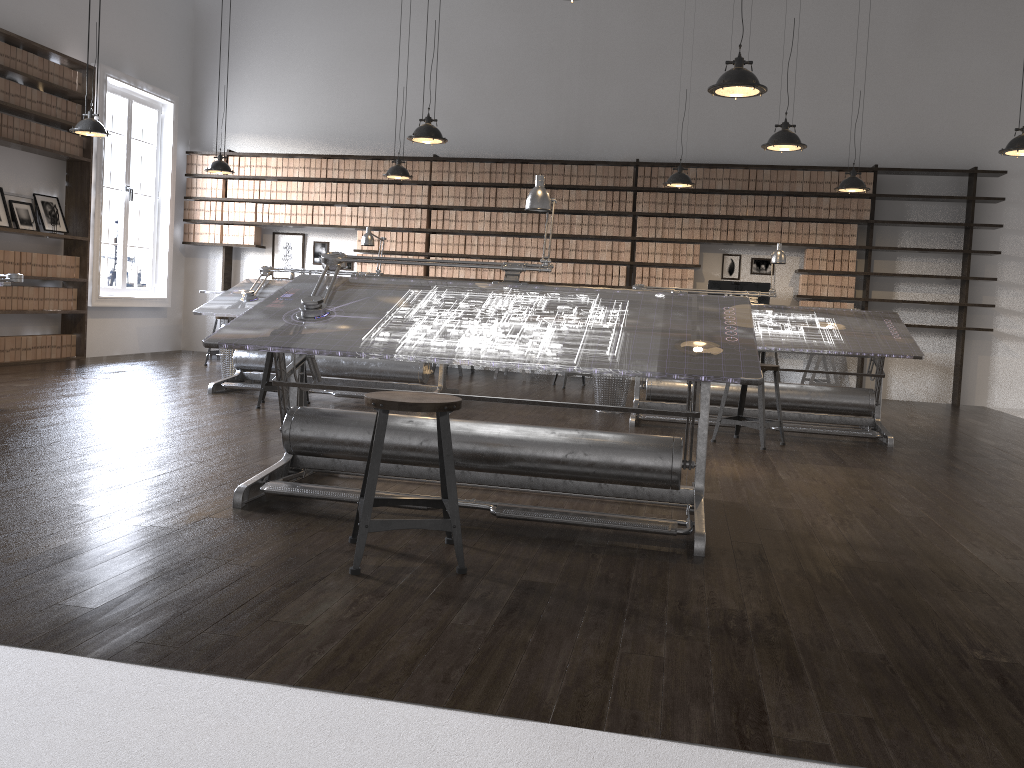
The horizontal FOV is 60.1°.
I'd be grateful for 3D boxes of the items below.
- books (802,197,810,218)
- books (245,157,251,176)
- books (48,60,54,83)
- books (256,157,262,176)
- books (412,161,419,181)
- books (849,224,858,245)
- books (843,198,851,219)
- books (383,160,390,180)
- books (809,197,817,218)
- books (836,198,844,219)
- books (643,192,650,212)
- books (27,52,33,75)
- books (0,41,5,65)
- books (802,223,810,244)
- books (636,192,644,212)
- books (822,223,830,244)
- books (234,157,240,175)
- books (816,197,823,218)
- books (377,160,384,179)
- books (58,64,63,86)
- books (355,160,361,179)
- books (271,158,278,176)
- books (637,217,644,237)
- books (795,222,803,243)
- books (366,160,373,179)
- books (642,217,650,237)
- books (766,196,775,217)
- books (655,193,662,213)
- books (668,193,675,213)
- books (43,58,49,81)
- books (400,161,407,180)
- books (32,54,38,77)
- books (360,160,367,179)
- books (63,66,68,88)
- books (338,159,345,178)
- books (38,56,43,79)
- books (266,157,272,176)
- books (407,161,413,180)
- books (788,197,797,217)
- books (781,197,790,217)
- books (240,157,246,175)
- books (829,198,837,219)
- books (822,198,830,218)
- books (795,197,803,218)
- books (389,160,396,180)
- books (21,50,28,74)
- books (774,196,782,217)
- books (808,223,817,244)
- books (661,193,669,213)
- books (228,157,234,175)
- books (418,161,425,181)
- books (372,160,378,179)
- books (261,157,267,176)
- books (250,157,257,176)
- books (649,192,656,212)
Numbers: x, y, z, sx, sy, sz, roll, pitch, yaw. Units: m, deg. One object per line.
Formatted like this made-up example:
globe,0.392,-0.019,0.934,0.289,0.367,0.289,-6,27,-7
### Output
books,3.145,-1.879,9.492,0.067,0.225,0.175,4,4,11
books,-3.146,-2.610,10.678,0.067,0.225,0.175,4,4,11
books,-4.535,-3.012,8.573,0.174,0.225,0.067,4,3,11
books,-3.006,-2.600,10.656,0.067,0.225,0.175,4,4,11
books,-1.097,-2.462,10.293,0.067,0.225,0.175,4,4,11
books,3.612,-1.576,9.407,0.067,0.225,0.175,4,4,11
books,3.547,-1.850,9.416,0.067,0.225,0.175,4,4,11
books,-1.443,-2.487,10.355,0.067,0.225,0.175,4,4,11
books,3.210,-1.874,9.473,0.067,0.225,0.175,4,4,11
books,3.478,-1.855,9.427,0.067,0.225,0.175,4,4,11
books,1.488,-1.998,9.801,0.067,0.225,0.175,4,4,11
books,-4.587,-2.989,8.295,0.174,0.225,0.067,4,3,11
books,-4.657,-2.960,7.953,0.174,0.225,0.067,4,3,11
books,3.141,-1.611,9.500,0.067,0.225,0.175,4,4,11
books,1.418,-2.004,9.818,0.067,0.225,0.175,4,4,11
books,3.342,-1.596,9.461,0.067,0.225,0.175,4,4,11
books,-3.289,-2.620,10.705,0.067,0.225,0.175,4,4,11
books,3.276,-1.870,9.465,0.067,0.225,0.175,4,4,11
books,-1.511,-2.492,10.372,0.067,0.225,0.175,4,4,11
books,-4.513,-3.023,8.706,0.174,0.225,0.067,4,3,11
books,-1.781,-2.512,10.421,0.067,0.225,0.175,4,4,11
books,-2.813,-2.586,10.616,0.067,0.225,0.175,4,4,11
books,1.425,-1.734,9.826,0.067,0.225,0.175,4,4,11
books,3.073,-1.616,9.515,0.067,0.225,0.175,4,4,11
books,-1.649,-2.502,10.392,0.067,0.225,0.175,4,4,11
books,1.486,-1.730,9.810,0.067,0.225,0.175,4,4,11
books,2.790,-1.905,9.560,0.067,0.225,0.175,4,4,11
books,1.622,-1.989,9.780,0.067,0.225,0.175,4,4,11
books,1.758,-1.979,9.751,0.067,0.225,0.175,4,4,11
books,-4.552,-3.006,8.504,0.174,0.225,0.067,4,3,11
books,-1.239,-2.472,10.317,0.067,0.225,0.175,4,4,11
books,-4.577,-2.995,8.367,0.174,0.225,0.067,4,3,11
books,-1.720,-2.507,10.408,0.067,0.225,0.175,4,4,11
books,-4.496,-3.028,8.771,0.174,0.225,0.067,4,3,11
books,-1.982,-2.526,10.461,0.067,0.225,0.175,4,4,11
books,-4.567,-3.001,8.436,0.174,0.225,0.067,4,3,11
books,-2.874,-2.591,10.629,0.067,0.225,0.175,4,4,11
books,-1.166,-2.467,10.304,0.067,0.225,0.175,4,4,11
books,3.005,-1.889,9.514,0.067,0.225,0.175,4,4,11
books,2.936,-1.894,9.532,0.067,0.225,0.175,4,4,11
books,-3.214,-2.615,10.696,0.067,0.225,0.175,4,4,11
books,3.408,-1.860,9.437,0.067,0.225,0.175,4,4,11
books,3.337,-1.865,9.452,0.067,0.225,0.175,4,4,11
books,3.075,-1.884,9.505,0.067,0.225,0.175,4,4,11
books,-1.373,-2.482,10.338,0.067,0.225,0.175,4,4,11
books,-4.601,-2.983,8.224,0.174,0.225,0.067,4,3,11
books,2.862,-1.899,9.541,0.067,0.225,0.175,4,4,11
books,3.209,-1.605,9.483,0.067,0.225,0.175,4,4,11
books,1.687,-1.984,9.770,0.067,0.225,0.175,4,4,11
books,-3.361,-2.626,10.724,0.067,0.225,0.175,4,4,11
books,-1.029,-2.457,10.276,0.067,0.225,0.175,4,4,11
books,-1.580,-2.497,10.383,0.067,0.225,0.175,4,4,11
books,-2.941,-2.595,10.637,0.067,0.225,0.175,4,4,11
books,-3.075,-2.605,10.669,0.067,0.225,0.175,4,4,11
books,1.559,-1.993,9.788,0.067,0.225,0.175,4,4,11
